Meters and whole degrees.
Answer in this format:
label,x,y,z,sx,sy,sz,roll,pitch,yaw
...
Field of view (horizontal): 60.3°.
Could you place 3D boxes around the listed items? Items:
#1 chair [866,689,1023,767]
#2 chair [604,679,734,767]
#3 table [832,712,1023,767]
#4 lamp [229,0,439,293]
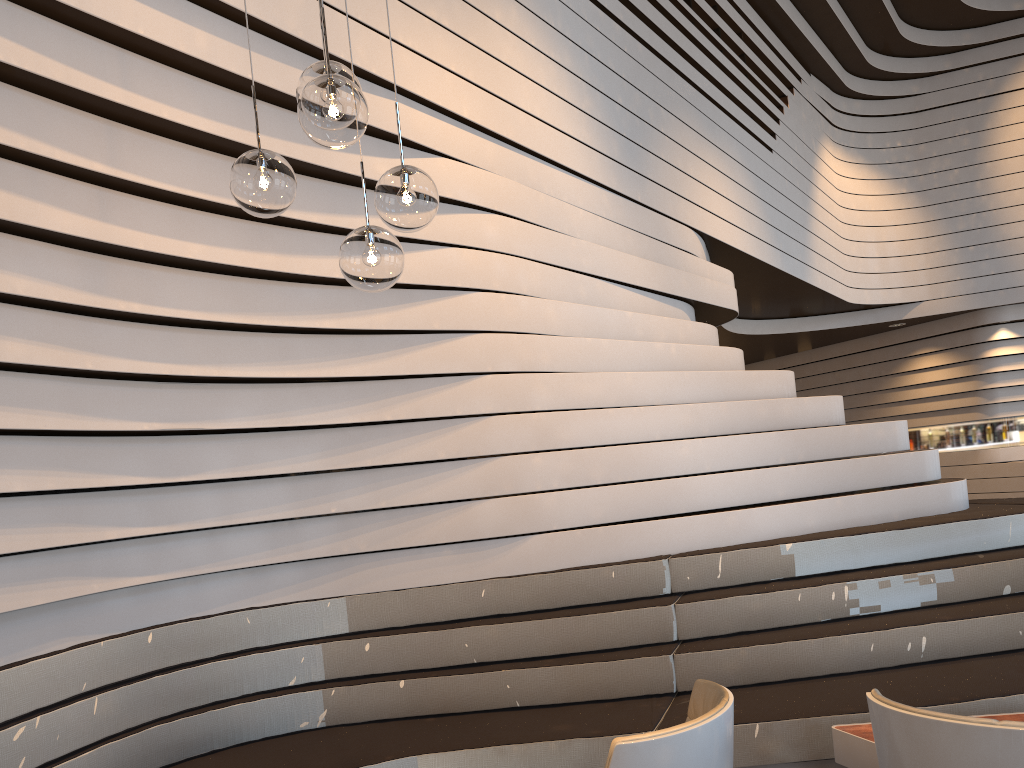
label,x,y,z,sx,sy,sz,roll,pitch,yaw
chair,1.212,1.056,2.019,0.703,0.765,0.665,-3,-3,-41
chair,0.231,1.178,2.230,0.718,0.765,0.651,-8,-3,33
table,1.554,1.303,2.817,0.908,0.370,0.414,-6,-3,6
lamp,-0.662,-2.580,2.201,0.531,4.709,0.334,-6,0,-5
